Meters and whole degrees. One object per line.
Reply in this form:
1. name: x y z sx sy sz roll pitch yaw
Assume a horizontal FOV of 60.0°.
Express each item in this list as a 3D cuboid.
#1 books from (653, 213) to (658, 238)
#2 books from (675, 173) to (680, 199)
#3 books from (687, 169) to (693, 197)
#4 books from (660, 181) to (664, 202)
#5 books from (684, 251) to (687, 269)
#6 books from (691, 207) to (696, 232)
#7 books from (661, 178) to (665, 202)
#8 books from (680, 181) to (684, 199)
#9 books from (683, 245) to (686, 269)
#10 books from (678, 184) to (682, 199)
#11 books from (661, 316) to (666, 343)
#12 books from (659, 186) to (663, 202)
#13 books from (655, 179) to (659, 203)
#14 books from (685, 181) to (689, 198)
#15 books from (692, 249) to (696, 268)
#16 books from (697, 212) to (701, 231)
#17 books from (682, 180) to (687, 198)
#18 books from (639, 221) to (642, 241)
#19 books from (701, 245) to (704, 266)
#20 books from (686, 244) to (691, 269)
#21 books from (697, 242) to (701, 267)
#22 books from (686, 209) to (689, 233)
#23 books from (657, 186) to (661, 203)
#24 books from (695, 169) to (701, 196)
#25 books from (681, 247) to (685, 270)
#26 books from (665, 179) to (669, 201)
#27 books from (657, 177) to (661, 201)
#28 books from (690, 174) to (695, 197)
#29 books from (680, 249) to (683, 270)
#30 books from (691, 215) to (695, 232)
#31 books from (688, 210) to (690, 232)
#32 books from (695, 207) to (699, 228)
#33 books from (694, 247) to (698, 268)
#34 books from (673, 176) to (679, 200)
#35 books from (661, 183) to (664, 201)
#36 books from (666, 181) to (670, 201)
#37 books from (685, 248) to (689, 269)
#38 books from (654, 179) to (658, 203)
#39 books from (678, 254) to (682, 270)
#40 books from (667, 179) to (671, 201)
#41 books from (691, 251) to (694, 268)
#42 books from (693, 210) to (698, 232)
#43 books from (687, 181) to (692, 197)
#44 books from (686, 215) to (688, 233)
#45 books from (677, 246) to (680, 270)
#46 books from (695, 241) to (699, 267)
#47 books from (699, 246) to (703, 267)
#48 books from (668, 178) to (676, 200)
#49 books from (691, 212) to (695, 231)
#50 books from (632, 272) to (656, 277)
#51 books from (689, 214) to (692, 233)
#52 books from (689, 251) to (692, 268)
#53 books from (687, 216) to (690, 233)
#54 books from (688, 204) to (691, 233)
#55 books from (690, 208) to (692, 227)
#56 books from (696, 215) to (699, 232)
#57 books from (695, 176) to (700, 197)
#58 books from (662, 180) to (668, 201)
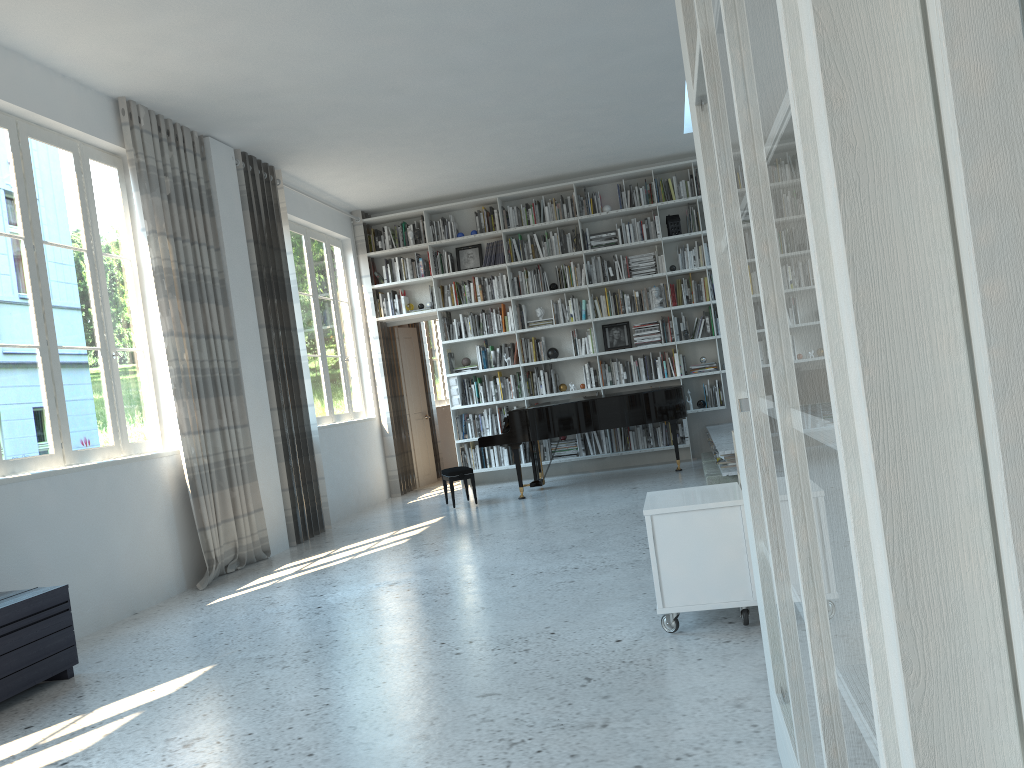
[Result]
1. books: 1.549 -1.684 9.552 0.010 0.299 0.133 -8 0 10
2. books: 1.769 -2.085 9.473 0.010 0.297 0.167 -8 0 10
3. books: 1.903 -2.119 9.472 0.012 0.329 0.128 -8 0 10
4. books: 1.606 -2.033 9.491 0.007 0.239 0.191 -8 0 10
5. books: 1.861 -1.310 9.493 0.023 0.207 0.171 -8 0 10
6. books: 1.946 -1.735 9.481 0.013 0.289 0.131 -8 0 10
7. books: 1.621 -2.055 9.514 0.007 0.279 0.150 -8 0 10
8. books: 1.814 -2.043 9.464 0.024 0.202 0.180 -8 0 10
9. books: 1.846 -1.343 9.496 0.019 0.275 0.146 -8 0 10
10. books: 1.792 -2.028 9.468 0.022 0.180 0.173 -8 0 10
11. books: 1.638 -0.583 9.577 0.011 0.299 0.130 -8 0 10
12. books: 1.603 -2.008 9.518 0.015 0.192 0.160 -8 0 10
13. books: 1.561 -2.046 9.513 0.008 0.278 0.170 -8 0 10
14. books: 1.870 -2.051 9.470 0.025 0.203 0.162 -8 0 10
15. books: 1.945 -1.324 9.465 0.029 0.211 0.157 -8 0 10
16. books: 1.987 -1.703 9.432 0.008 0.214 0.223 -8 0 10
17. books: 1.839 -2.052 9.455 0.031 0.213 0.169 -8 0 10
18. books: 1.393 -1.632 9.577 0.011 0.239 0.139 -8 0 10
19. books: 2.029 -1.349 9.455 0.026 0.238 0.173 -8 0 10
20. books: 1.883 -1.348 9.461 0.028 0.275 0.186 -8 0 10
21. books: 1.992 -1.364 9.462 0.025 0.277 0.173 -8 0 10
22. books: 1.870 -1.717 9.450 0.021 0.272 0.190 -8 0 10
23. books: 1.582 -2.011 9.533 0.016 0.204 0.143 -8 0 10
24. books: 1.981 -2.118 9.425 0.019 0.304 0.175 -8 0 10
25. books: 1.834 -1.328 9.498 0.028 0.250 0.164 -8 0 10
26. books: 1.662 -2.052 9.505 0.008 0.262 0.142 -8 0 10
27. books: 1.583 -2.059 9.513 0.007 0.298 0.181 -8 0 10
28. books: 1.923 -2.084 9.436 0.029 0.253 0.186 -8 0 10
29. books: 1.818 -1.322 9.506 0.024 0.242 0.159 -8 0 10
30. books: 1.930 -1.694 9.467 0.013 0.210 0.140 -8 0 10
31. books: 1.888 -1.719 9.461 0.022 0.272 0.181 -8 0 10
32. books: 1.981 -1.742 9.466 0.005 0.292 0.130 -8 0 10
33. books: 1.963 -1.338 9.469 0.024 0.234 0.149 -8 0 10
34. books: 1.754 -2.071 9.494 0.030 0.274 0.151 -8 0 10
35. books: 1.614 -2.044 9.504 0.006 0.260 0.166 -8 0 10
36. books: 1.672 -2.039 9.486 0.015 0.234 0.171 -8 0 10
37. books: 1.873 -1.326 9.485 0.023 0.236 0.178 -8 0 10
38. books: 1.554 -2.048 9.533 0.012 0.285 0.159 -8 0 10
39. books: 1.800 -1.290 9.490 0.028 0.185 0.181 -8 0 10
40. books: 1.686 -2.056 9.518 0.007 0.264 0.133 -8 0 10
41. books: 1.925 -1.314 9.469 0.027 0.196 0.185 -8 0 10
42. books: 1.954 -1.716 9.437 0.013 0.248 0.186 -8 0 10
43. books: 1.893 -2.050 9.459 0.022 0.194 0.181 -8 0 10
44. books: 1.872 -1.687 9.484 0.019 0.214 0.156 -8 0 10
45. books: 1.784 -1.339 9.513 0.018 0.285 0.159 -8 0 10
46. books: 1.976 -1.370 9.467 0.028 0.293 0.154 -8 0 10
47. books: 2.008 -1.342 9.443 0.028 0.230 0.176 -8 0 10
48. books: 1.711 -2.055 9.481 0.054 0.254 0.190 -8 0 10
49. books: 1.934 -1.717 9.455 0.005 0.255 0.158 -8 0 10
50. books: 1.426 -1.176 9.576 0.254 0.012 0.161 -8 0 14
51. books: 1.908 -1.694 9.473 0.024 0.217 0.168 -8 0 10
52. books: 1.907 -1.310 9.469 0.024 0.195 0.172 -8 0 10
53. books: 1.888 -1.682 9.488 0.022 0.199 0.143 -8 0 10
54. books: 1.894 -1.754 9.474 0.025 0.339 0.142 -8 0 10
55. books: 1.909 -1.730 9.450 0.021 0.288 0.179 -8 0 10
56. books: 1.979 -1.696 9.480 0.015 0.201 0.130 -8 0 10
57. books: 1.967 -2.078 9.437 0.033 0.229 0.175 -8 0 10
58. books: 1.640 -2.048 9.501 0.034 0.261 0.157 -8 0 10
